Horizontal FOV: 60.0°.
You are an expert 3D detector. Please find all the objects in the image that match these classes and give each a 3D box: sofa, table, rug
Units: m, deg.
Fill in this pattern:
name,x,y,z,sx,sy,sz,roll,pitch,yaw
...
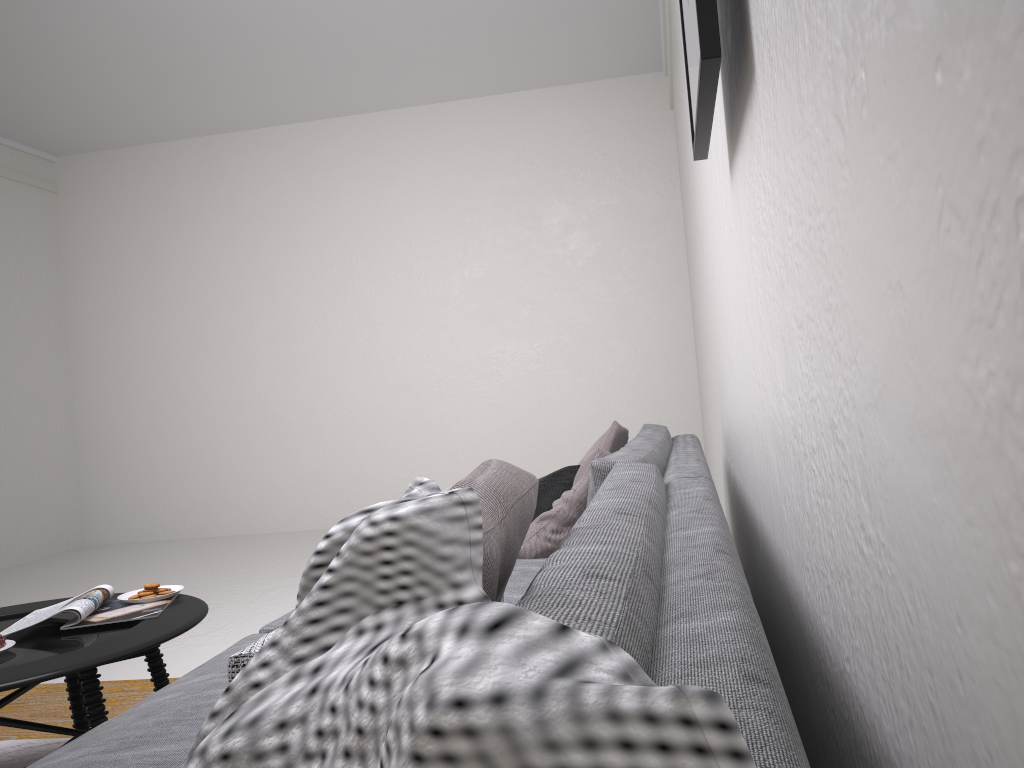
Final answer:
name,x,y,z,sx,sy,sz,roll,pitch,yaw
sofa,-0.071,0.572,1.951,1.095,0.772,3.076,-5,-1,10
table,-1.203,0.828,2.095,0.940,0.449,0.948,-5,-1,7
rug,-1.480,1.048,0.785,1.939,0.008,3.730,-5,-1,10

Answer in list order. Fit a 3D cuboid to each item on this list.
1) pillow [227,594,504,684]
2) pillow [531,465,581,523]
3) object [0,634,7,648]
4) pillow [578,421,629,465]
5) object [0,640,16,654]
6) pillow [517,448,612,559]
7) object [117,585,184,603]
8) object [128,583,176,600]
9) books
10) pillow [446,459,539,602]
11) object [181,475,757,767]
name,x,y,z,sx,sy,sz,roll,pitch,yaw
pillow,-0.207,0.415,1.412,0.407,0.194,0.403,-5,-1,-4
pillow,0.015,0.421,2.883,0.414,0.268,0.408,-6,-1,30
object,-1.182,0.588,2.028,0.035,0.036,0.044,-5,-1,19
pillow,0.251,0.364,3.101,0.346,0.448,0.487,-5,-1,31
object,-1.204,0.602,1.976,0.171,0.015,0.164,-5,-1,-35
pillow,0.183,0.346,2.668,0.336,0.318,0.425,-5,-1,10
object,-0.984,0.575,2.417,0.168,0.015,0.166,-5,-1,-8
object,-0.984,0.562,2.419,0.122,0.036,0.117,-5,-1,-29
books,-1.085,0.570,2.288,0.375,0.048,0.302,-5,-1,-12
pillow,-0.104,0.292,0.922,0.240,0.390,0.429,-5,-1,11
object,-0.223,0.538,0.677,0.629,0.866,0.870,-5,-1,-25
